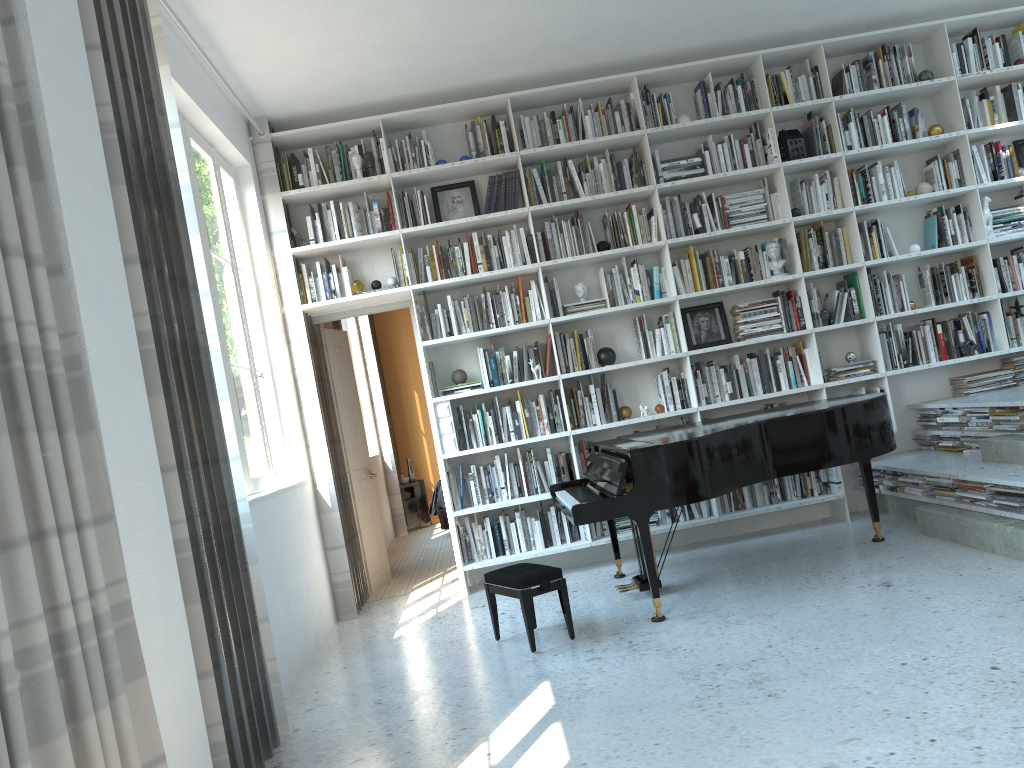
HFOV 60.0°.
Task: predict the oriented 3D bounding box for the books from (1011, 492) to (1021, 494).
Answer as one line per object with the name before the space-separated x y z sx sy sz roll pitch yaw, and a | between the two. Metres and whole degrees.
books | 2.497 0.510 4.320 0.150 0.008 0.217 -10 -2 -4

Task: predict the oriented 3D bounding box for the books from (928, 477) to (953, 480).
books | 2.456 0.507 4.939 0.174 0.011 0.228 -10 -2 -4

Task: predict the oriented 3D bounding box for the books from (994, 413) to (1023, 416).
books | 2.892 0.163 5.056 0.161 0.012 0.254 -11 -2 1

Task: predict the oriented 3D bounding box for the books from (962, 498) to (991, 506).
books | 2.486 0.604 4.627 0.161 0.008 0.254 -11 -2 2

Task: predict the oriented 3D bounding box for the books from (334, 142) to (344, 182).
books | -1.135 -1.434 5.882 0.014 0.304 0.145 -10 -1 -3

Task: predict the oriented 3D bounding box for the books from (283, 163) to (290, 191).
books | -1.471 -1.332 5.866 0.023 0.223 0.151 -10 -1 -3

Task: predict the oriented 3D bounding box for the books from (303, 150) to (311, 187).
books | -1.339 -1.385 5.870 0.010 0.281 0.160 -10 -1 -3

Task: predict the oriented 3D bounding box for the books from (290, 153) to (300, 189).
books | -1.413 -1.366 5.857 0.025 0.269 0.177 -10 -1 -3

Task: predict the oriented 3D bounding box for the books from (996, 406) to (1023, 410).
books | 2.892 0.120 5.057 0.139 0.028 0.262 -11 -2 2

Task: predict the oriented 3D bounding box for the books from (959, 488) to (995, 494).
books | 2.486 0.541 4.629 0.155 0.009 0.297 -10 -2 -2

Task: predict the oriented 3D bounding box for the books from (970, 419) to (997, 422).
books | 2.897 0.208 5.343 0.154 0.018 0.221 -10 -2 -4

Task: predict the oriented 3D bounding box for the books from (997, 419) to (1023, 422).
books | 2.903 0.193 5.056 0.159 0.018 0.203 -10 -2 -5

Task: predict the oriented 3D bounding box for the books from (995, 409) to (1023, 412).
books | 2.907 0.138 5.057 0.128 0.013 0.296 -10 -2 -5

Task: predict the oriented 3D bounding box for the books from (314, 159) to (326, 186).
books | -1.262 -1.362 5.861 0.030 0.206 0.175 -10 -1 -3

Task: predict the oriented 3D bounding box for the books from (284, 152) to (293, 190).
books | -1.458 -1.366 5.857 0.014 0.286 0.175 -10 -1 -3

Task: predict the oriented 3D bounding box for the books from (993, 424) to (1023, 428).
books | 2.899 0.227 5.055 0.177 0.014 0.247 -10 -2 -5

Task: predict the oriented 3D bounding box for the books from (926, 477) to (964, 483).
books | 2.456 0.520 4.939 0.171 0.015 0.253 -10 -2 -6

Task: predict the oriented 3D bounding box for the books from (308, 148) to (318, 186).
books | -1.297 -1.394 5.870 0.028 0.283 0.189 -10 -1 -3

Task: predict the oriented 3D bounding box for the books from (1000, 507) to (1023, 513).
books | 2.509 0.597 4.318 0.142 0.012 0.291 -11 -2 1

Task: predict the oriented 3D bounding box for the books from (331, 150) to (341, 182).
books | -1.153 -1.407 5.895 0.030 0.257 0.130 -10 -1 -3

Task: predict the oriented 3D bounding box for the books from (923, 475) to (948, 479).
books | 2.440 0.501 4.938 0.193 0.005 0.225 -10 -2 -7

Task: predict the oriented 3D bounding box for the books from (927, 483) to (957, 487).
books | 2.460 0.548 4.938 0.169 0.009 0.242 -10 -2 -7

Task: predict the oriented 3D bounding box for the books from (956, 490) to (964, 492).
books | 2.489 0.575 4.938 0.123 0.008 0.294 -11 -2 0

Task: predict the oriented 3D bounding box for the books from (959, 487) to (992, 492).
books | 2.480 0.533 4.629 0.169 0.009 0.241 -10 -2 -3

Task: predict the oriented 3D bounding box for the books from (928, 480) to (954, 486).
books | 2.451 0.537 4.938 0.182 0.016 0.199 -11 -2 2

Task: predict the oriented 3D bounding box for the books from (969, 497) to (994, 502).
books | 2.506 0.587 4.628 0.132 0.009 0.269 -10 -2 -2

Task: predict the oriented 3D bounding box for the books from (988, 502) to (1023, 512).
books | 2.485 0.584 4.317 0.189 0.009 0.291 -11 -2 0

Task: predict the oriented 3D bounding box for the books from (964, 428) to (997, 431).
books | 2.891 0.259 5.341 0.183 0.012 0.296 -10 -2 -4

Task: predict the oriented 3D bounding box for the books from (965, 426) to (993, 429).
books | 2.884 0.249 5.341 0.190 0.012 0.235 -10 -2 -5

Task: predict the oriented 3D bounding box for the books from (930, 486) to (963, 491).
books | 2.469 0.569 4.938 0.159 0.011 0.246 -10 -2 -7

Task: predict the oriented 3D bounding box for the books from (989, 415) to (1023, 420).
books | 2.891 0.177 5.056 0.179 0.017 0.293 -10 -2 -2

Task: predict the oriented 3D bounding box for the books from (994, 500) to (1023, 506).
books | 2.491 0.564 4.318 0.177 0.011 0.220 -10 -2 -1

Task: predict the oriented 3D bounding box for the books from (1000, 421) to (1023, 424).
books | 2.918 0.208 5.056 0.138 0.017 0.237 -10 -2 -4

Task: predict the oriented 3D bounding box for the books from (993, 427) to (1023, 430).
books | 2.895 0.240 5.054 0.182 0.011 0.253 -11 -2 1

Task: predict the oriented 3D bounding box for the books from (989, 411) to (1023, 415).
books | 2.883 0.153 5.056 0.187 0.009 0.261 -10 -2 -4

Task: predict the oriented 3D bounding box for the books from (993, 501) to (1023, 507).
books | 2.502 0.572 4.318 0.147 0.008 0.290 -10 -2 -7

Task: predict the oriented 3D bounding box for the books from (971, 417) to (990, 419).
books | 2.898 0.192 5.343 0.150 0.013 0.215 -10 -2 -3

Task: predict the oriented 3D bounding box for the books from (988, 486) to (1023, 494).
books | 2.480 0.502 4.319 0.170 0.014 0.281 -10 -2 -6

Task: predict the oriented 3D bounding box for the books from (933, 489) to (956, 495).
books | 2.478 0.587 4.938 0.165 0.012 0.205 -10 -2 -3

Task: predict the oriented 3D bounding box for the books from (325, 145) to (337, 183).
books | -1.188 -1.414 5.875 0.039 0.282 0.181 -10 -1 -3

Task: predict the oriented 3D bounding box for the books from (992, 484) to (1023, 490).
books | 2.492 0.489 4.320 0.157 0.007 0.268 -10 -2 -3

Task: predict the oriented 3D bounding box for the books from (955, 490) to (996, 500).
books | 2.477 0.567 4.628 0.182 0.013 0.287 -10 -2 -2

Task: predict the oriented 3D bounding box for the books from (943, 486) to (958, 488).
books | 2.480 0.555 4.939 0.140 0.013 0.180 -11 -2 0

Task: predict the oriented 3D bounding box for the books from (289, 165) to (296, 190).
books | -1.431 -1.325 5.860 0.024 0.195 0.167 -10 -1 -3

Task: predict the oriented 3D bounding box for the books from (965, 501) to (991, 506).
books | 2.503 0.610 4.628 0.147 0.008 0.236 -10 -2 -4

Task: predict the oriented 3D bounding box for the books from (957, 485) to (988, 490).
books | 2.470 0.523 4.629 0.165 0.014 0.236 -10 -2 -8

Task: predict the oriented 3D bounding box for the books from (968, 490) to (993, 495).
books | 2.496 0.550 4.629 0.140 0.013 0.180 -10 -2 -2

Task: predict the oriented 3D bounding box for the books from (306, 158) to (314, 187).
books | -1.318 -1.361 5.879 0.024 0.227 0.157 -10 -1 -3

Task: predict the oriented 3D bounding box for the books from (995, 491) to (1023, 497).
books | 2.497 0.523 4.319 0.142 0.017 0.239 -10 -2 -7

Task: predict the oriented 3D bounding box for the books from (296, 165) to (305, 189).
books | -1.379 -1.330 5.858 0.028 0.186 0.182 -10 -1 -3

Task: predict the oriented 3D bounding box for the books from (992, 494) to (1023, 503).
books | 2.490 0.546 4.319 0.160 0.025 0.244 -10 -2 -8

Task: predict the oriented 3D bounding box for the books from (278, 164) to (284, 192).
books | -1.511 -1.322 5.852 0.014 0.219 0.188 -10 -1 -3

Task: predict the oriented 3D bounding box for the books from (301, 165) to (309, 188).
books | -1.352 -1.339 5.884 0.031 0.195 0.145 -10 -1 -3

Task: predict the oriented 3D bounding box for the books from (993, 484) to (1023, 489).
books | 2.487 0.482 4.320 0.160 0.008 0.239 -10 -2 -2

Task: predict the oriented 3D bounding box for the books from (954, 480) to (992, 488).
books | 2.464 0.511 4.629 0.179 0.012 0.249 -10 -2 -6

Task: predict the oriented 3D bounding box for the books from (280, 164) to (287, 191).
books | -1.494 -1.329 5.874 0.024 0.228 0.130 -10 -1 -3

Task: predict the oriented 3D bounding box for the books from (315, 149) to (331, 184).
books | -1.233 -1.396 5.857 0.057 0.262 0.190 -10 -1 -3

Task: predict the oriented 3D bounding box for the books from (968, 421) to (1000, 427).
books | 2.890 0.230 5.342 0.164 0.023 0.242 -11 -2 1

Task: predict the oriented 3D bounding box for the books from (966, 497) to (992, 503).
books | 2.506 0.594 4.628 0.128 0.005 0.296 -10 -2 -1

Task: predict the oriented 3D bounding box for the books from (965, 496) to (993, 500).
books | 2.497 0.577 4.628 0.130 0.014 0.249 -10 -2 -8
